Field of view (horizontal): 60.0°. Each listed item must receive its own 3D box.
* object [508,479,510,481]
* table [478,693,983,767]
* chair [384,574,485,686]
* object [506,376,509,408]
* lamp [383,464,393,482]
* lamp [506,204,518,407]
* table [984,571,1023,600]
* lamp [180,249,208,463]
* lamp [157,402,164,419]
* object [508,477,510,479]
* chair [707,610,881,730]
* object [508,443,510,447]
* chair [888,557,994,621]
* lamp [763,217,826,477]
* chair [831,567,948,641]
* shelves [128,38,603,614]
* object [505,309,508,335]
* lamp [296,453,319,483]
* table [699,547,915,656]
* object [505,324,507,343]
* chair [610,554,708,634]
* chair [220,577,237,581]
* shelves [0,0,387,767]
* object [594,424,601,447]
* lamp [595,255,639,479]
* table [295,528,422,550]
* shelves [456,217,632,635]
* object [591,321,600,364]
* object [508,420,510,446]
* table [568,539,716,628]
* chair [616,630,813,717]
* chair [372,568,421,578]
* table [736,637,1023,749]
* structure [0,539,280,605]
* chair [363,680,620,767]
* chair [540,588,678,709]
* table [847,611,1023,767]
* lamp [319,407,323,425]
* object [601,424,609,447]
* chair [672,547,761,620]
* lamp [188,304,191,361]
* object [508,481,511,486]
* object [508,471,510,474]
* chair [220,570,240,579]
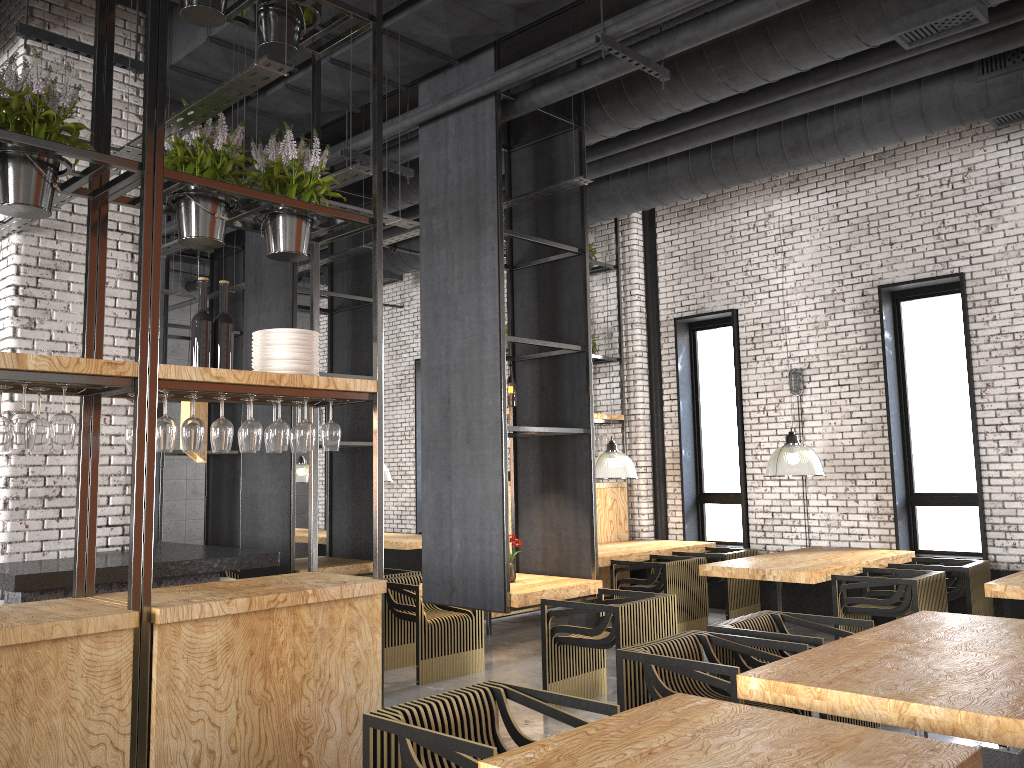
[{"bbox_3d":[-0.017,1.045,9.442,0.257,0.067,0.256,4,-7,-38],"label":"object"},{"bbox_3d":[0.620,1.415,2.429,0.999,0.765,0.995,-7,-9,43],"label":"table"},{"bbox_3d":[-0.677,1.926,7.071,0.656,0.732,0.637,5,-9,-43],"label":"chair"},{"bbox_3d":[-0.077,0.058,9.521,0.098,0.472,0.098,-4,-7,21],"label":"object"},{"bbox_3d":[-1.901,0.123,12.096,0.536,2.412,0.535,0,-7,-10],"label":"lamp"},{"bbox_3d":[-0.022,-0.624,6.769,0.108,1.603,0.108,-3,-7,16],"label":"lamp"},{"bbox_3d":[4.252,1.732,6.286,0.999,0.765,2.114,-7,-8,43],"label":"table"},{"bbox_3d":[-2.139,-0.243,5.998,0.127,1.550,0.127,-8,-10,43],"label":"lamp"},{"bbox_3d":[-2.610,-0.264,6.453,0.127,1.398,0.127,-8,-10,43],"label":"lamp"},{"bbox_3d":[-0.018,1.022,9.445,0.256,0.076,0.257,-7,-8,43],"label":"object"},{"bbox_3d":[1.503,1.645,4.711,0.637,0.732,0.656,-7,-9,43],"label":"chair"},{"bbox_3d":[0.003,0.558,9.726,0.101,0.268,0.100,0,-7,-10],"label":"object"},{"bbox_3d":[3.671,1.890,7.569,0.638,0.732,0.656,-7,-8,41],"label":"chair"},{"bbox_3d":[2.496,-0.372,8.063,0.536,2.412,0.535,0,-7,-10],"label":"lamp"},{"bbox_3d":[2.928,1.831,6.843,0.637,0.732,0.656,-7,-9,42],"label":"chair"},{"bbox_3d":[-1.907,-0.375,8.529,6.139,4.377,1.002,-7,-9,43],"label":"shelves"},{"bbox_3d":[-0.216,-0.462,9.446,0.467,0.560,0.415,-2,-7,9],"label":"object"},{"bbox_3d":[-3.146,0.268,13.279,0.536,2.412,0.535,-1,-7,-4],"label":"lamp"},{"bbox_3d":[2.665,1.916,7.795,0.999,0.765,2.114,-7,-8,43],"label":"table"},{"bbox_3d":[0.106,-0.429,9.833,0.416,0.560,0.467,-6,-8,38],"label":"object"},{"bbox_3d":[1.381,2.012,8.328,0.637,0.732,0.656,-7,-9,44],"label":"chair"},{"bbox_3d":[-2.218,1.872,6.670,0.438,0.807,0.480,-5,-8,32],"label":"chair"},{"bbox_3d":[-2.135,-0.569,3.478,0.689,5.031,3.655,-8,-9,43],"label":"shelves"},{"bbox_3d":[0.990,0.600,10.339,0.101,0.268,0.100,1,-7,-15],"label":"object"},{"bbox_3d":[1.035,-0.202,9.453,0.536,2.412,0.535,0,-7,-10],"label":"lamp"},{"bbox_3d":[-2.400,2.473,12.307,4.130,0.765,0.999,-7,-8,43],"label":"table"},{"bbox_3d":[0.291,0.036,9.938,0.689,5.031,2.330,-8,-9,43],"label":"shelves"},{"bbox_3d":[0.810,-0.374,10.513,0.416,0.560,0.466,2,-7,-27],"label":"object"},{"bbox_3d":[0.005,0.517,9.319,0.101,0.268,0.100,0,-7,-10],"label":"object"},{"bbox_3d":[1.142,2.093,9.245,0.999,0.765,2.114,-7,-8,43],"label":"table"},{"bbox_3d":[0.949,1.596,4.117,0.637,0.732,0.656,-7,-9,44],"label":"chair"},{"bbox_3d":[-1.234,1.991,7.601,0.656,0.732,0.637,5,-9,-44],"label":"chair"},{"bbox_3d":[1.583,1.494,3.403,0.999,0.765,0.995,-7,-9,43],"label":"table"},{"bbox_3d":[-5.053,1.534,6.077,5.869,1.537,4.306,-7,-8,43],"label":"structure"},{"bbox_3d":[-0.062,1.512,3.090,0.637,0.732,0.656,-7,-9,42],"label":"chair"},{"bbox_3d":[0.648,1.777,5.852,0.637,0.732,0.656,-7,-9,42],"label":"chair"},{"bbox_3d":[2.277,1.553,4.123,0.999,0.765,0.995,-7,-9,43],"label":"table"},{"bbox_3d":[-1.872,-0.409,8.530,0.108,1.603,0.108,-1,-7,0],"label":"lamp"},{"bbox_3d":[1.092,0.609,10.445,0.101,0.268,0.100,1,-7,-15],"label":"object"},{"bbox_3d":[2.088,2.075,9.089,0.637,0.732,0.656,-7,-9,42],"label":"chair"},{"bbox_3d":[-3.758,-0.191,10.324,0.108,1.603,0.108,1,-7,-14],"label":"lamp"},{"bbox_3d":[-0.306,1.041,9.215,0.411,0.050,0.411,-6,-8,43],"label":"object"},{"bbox_3d":[-0.018,0.967,9.453,0.257,0.076,0.256,0,-6,-9],"label":"object"},{"bbox_3d":[-2.556,2.146,8.872,0.637,0.732,0.656,-7,-9,43],"label":"chair"}]
